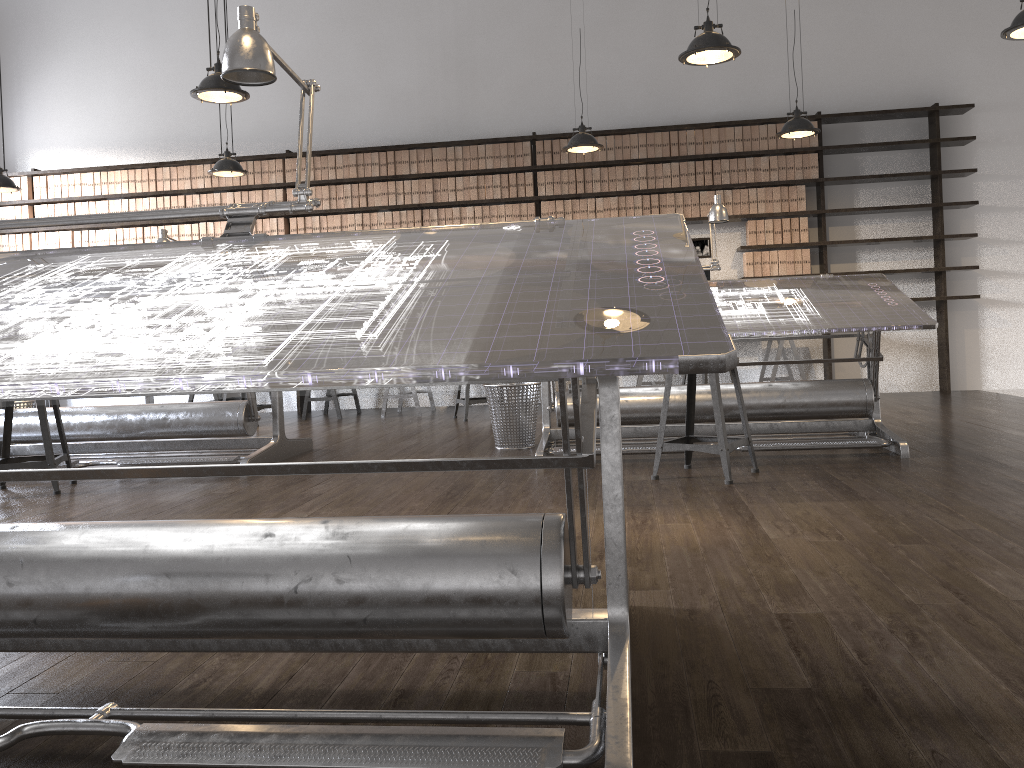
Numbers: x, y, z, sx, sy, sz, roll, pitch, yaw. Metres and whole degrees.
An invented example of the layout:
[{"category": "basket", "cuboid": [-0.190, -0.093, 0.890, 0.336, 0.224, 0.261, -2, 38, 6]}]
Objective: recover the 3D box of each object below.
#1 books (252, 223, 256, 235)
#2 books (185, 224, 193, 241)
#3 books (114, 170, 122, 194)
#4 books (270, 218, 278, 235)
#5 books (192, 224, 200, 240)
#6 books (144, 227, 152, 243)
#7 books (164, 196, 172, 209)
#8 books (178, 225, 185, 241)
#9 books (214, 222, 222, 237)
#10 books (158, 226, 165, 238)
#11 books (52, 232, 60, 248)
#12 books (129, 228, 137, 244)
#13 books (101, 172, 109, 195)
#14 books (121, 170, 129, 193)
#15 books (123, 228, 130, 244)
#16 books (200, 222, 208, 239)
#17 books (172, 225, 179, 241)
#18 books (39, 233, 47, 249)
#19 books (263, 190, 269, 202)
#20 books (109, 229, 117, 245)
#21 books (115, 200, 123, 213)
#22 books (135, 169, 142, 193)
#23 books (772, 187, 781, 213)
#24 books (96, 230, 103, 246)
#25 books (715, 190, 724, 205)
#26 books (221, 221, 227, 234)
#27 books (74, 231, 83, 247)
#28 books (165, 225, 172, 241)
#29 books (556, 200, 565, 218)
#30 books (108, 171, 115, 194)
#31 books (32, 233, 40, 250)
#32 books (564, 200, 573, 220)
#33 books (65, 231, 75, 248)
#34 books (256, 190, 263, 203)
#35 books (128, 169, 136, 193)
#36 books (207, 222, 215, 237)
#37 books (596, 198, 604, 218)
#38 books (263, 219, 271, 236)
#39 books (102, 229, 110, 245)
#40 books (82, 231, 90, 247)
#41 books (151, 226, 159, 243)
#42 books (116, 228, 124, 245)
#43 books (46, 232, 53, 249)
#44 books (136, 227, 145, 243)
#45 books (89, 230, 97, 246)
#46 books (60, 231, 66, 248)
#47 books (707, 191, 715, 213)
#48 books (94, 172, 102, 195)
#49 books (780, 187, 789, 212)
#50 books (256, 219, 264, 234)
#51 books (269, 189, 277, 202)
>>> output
[{"category": "books", "cuboid": [-2.419, -1.433, 8.374, 0.067, 0.226, 0.175, -2, 1, 7]}, {"category": "books", "cuboid": [-3.048, -1.403, 8.456, 0.066, 0.225, 0.175, -2, 1, 7]}, {"category": "books", "cuboid": [-3.750, -1.930, 8.540, 0.066, 0.225, 0.174, -2, 1, 7]}, {"category": "books", "cuboid": [-2.212, -1.441, 8.349, 0.066, 0.225, 0.174, -2, 1, 7]}, {"category": "books", "cuboid": [-2.977, -1.405, 8.445, 0.067, 0.226, 0.175, -2, 1, 7]}, {"category": "books", "cuboid": [-3.454, -1.388, 8.511, 0.066, 0.225, 0.175, -2, 1, 7]}, {"category": "books", "cuboid": [-3.259, -1.670, 8.481, 0.066, 0.225, 0.175, -2, 1, 7]}, {"category": "books", "cuboid": [-3.110, -1.401, 8.466, 0.066, 0.225, 0.175, -2, 1, 7]}, {"category": "books", "cuboid": [-2.758, -1.421, 8.424, 0.066, 0.225, 0.174, -2, 1, 7]}, {"category": "books", "cuboid": [-3.314, -1.393, 8.493, 0.066, 0.225, 0.174, -2, 1, 7]}, {"category": "books", "cuboid": [-4.388, -1.361, 8.628, 0.066, 0.225, 0.175, -2, 1, 7]}, {"category": "books", "cuboid": [-3.602, -1.383, 8.530, 0.066, 0.225, 0.175, -2, 1, 7]}, {"category": "books", "cuboid": [-3.888, -1.925, 8.559, 0.066, 0.225, 0.175, -2, 1, 7]}, {"category": "books", "cuboid": [-3.679, -1.932, 8.528, 0.066, 0.225, 0.175, -2, 1, 7]}, {"category": "books", "cuboid": [-3.667, -1.380, 8.535, 0.066, 0.225, 0.175, -2, 1, 7]}, {"category": "books", "cuboid": [-2.899, -1.415, 8.434, 0.066, 0.225, 0.175, -2, 1, 7]}, {"category": "books", "cuboid": [-3.177, -1.398, 8.470, 0.067, 0.226, 0.175, -2, 1, 7]}, {"category": "books", "cuboid": [-4.527, -1.356, 8.643, 0.066, 0.225, 0.174, -2, 1, 7]}, {"category": "books", "cuboid": [-2.284, -1.706, 8.359, 0.066, 0.225, 0.175, -2, 1, 7]}, {"category": "books", "cuboid": [-3.802, -1.375, 8.548, 0.066, 0.225, 0.175, -2, 1, 7]}, {"category": "books", "cuboid": [-3.745, -1.652, 8.542, 0.066, 0.225, 0.175, -2, 1, 7]}, {"category": "books", "cuboid": [-3.544, -1.937, 8.515, 0.066, 0.225, 0.175, -2, 1, 7]}, {"category": "books", "cuboid": [2.312, -1.605, 7.776, 0.067, 0.226, 0.175, -2, 1, 7]}, {"category": "books", "cuboid": [-3.942, -1.370, 8.573, 0.066, 0.225, 0.174, -2, 1, 7]}, {"category": "books", "cuboid": [1.832, -1.588, 7.837, 0.066, 0.225, 0.175, -2, 1, 7]}, {"category": "books", "cuboid": [-2.689, -1.423, 8.413, 0.066, 0.225, 0.175, -2, 1, 7]}, {"category": "books", "cuboid": [-4.163, -1.362, 8.597, 0.066, 0.225, 0.175, -2, 1, 7]}, {"category": "books", "cuboid": [-3.243, -1.396, 8.484, 0.066, 0.225, 0.175, -2, 1, 7]}, {"category": "books", "cuboid": [0.443, -1.537, 8.012, 0.066, 0.225, 0.175, -2, 1, 7]}, {"category": "books", "cuboid": [-3.819, -1.927, 8.553, 0.066, 0.225, 0.174, -2, 1, 7]}, {"category": "books", "cuboid": [-4.599, -1.353, 8.649, 0.066, 0.225, 0.175, -2, 1, 7]}, {"category": "books", "cuboid": [0.515, -1.539, 8.006, 0.066, 0.225, 0.174, -2, 1, 7]}, {"category": "books", "cuboid": [-4.252, -1.366, 8.605, 0.067, 0.226, 0.175, -2, 1, 7]}, {"category": "books", "cuboid": [-2.350, -1.703, 8.363, 0.067, 0.226, 0.175, -2, 1, 7]}, {"category": "books", "cuboid": [-3.607, -1.935, 8.518, 0.067, 0.226, 0.175, -2, 1, 7]}, {"category": "books", "cuboid": [-2.827, -1.418, 8.428, 0.066, 0.225, 0.174, -2, 1, 7]}, {"category": "books", "cuboid": [0.795, -1.550, 7.971, 0.066, 0.225, 0.175, -2, 1, 7]}, {"category": "books", "cuboid": [-2.281, -1.438, 8.362, 0.066, 0.225, 0.174, -2, 1, 7]}, {"category": "books", "cuboid": [-3.873, -1.373, 8.561, 0.066, 0.225, 0.174, -2, 1, 7]}, {"category": "books", "cuboid": [-4.082, -1.365, 8.585, 0.067, 0.226, 0.175, -2, 1, 7]}, {"category": "books", "cuboid": [-3.384, -1.391, 8.497, 0.066, 0.225, 0.174, -2, 1, 7]}, {"category": "books", "cuboid": [-3.730, -1.378, 8.539, 0.067, 0.226, 0.175, -2, 1, 7]}, {"category": "books", "cuboid": [-4.457, -1.359, 8.638, 0.066, 0.225, 0.174, -2, 1, 7]}, {"category": "books", "cuboid": [-3.529, -1.385, 8.515, 0.067, 0.226, 0.175, -2, 1, 7]}, {"category": "books", "cuboid": [-4.012, -1.368, 8.580, 0.066, 0.225, 0.175, -2, 1, 7]}, {"category": "books", "cuboid": [-4.314, -1.364, 8.617, 0.066, 0.225, 0.175, -2, 1, 7]}, {"category": "books", "cuboid": [1.760, -1.585, 7.845, 0.067, 0.226, 0.175, -2, 1, 7]}, {"category": "books", "cuboid": [-3.958, -1.922, 8.564, 0.067, 0.226, 0.175, -2, 1, 7]}, {"category": "books", "cuboid": [2.380, -1.608, 7.774, 0.066, 0.225, 0.175, -2, 1, 7]}, {"category": "books", "cuboid": [-2.352, -1.436, 8.371, 0.066, 0.225, 0.175, -2, 1, 7]}, {"category": "books", "cuboid": [-2.222, -1.708, 8.349, 0.066, 0.225, 0.175, -2, 1, 7]}]
